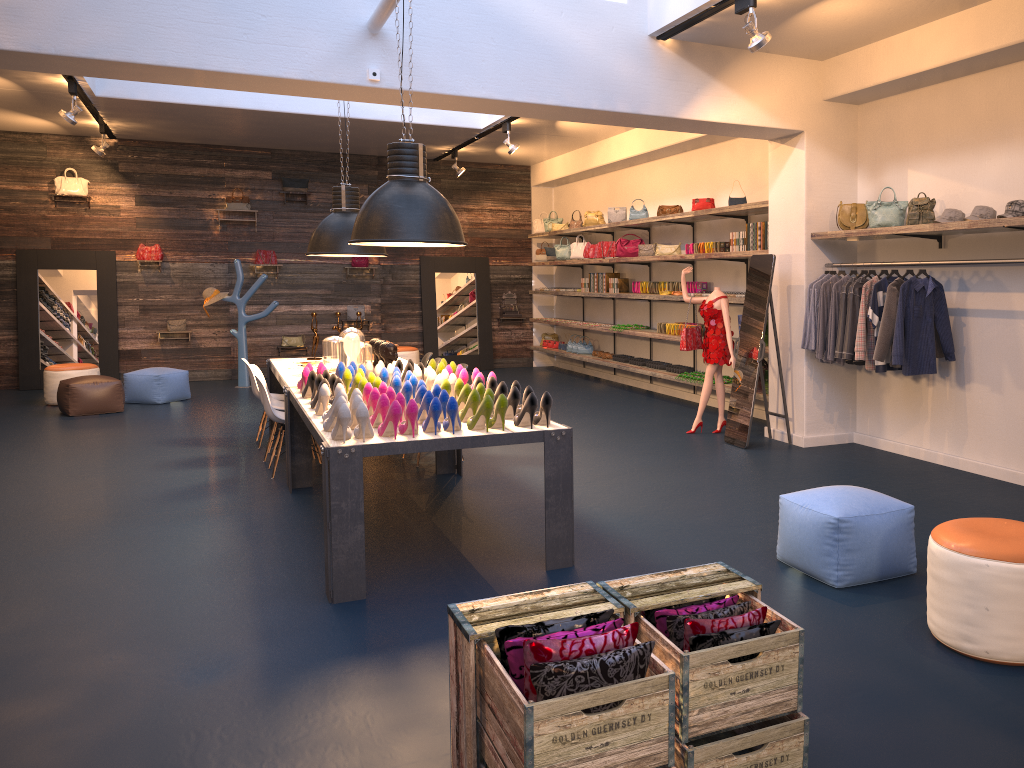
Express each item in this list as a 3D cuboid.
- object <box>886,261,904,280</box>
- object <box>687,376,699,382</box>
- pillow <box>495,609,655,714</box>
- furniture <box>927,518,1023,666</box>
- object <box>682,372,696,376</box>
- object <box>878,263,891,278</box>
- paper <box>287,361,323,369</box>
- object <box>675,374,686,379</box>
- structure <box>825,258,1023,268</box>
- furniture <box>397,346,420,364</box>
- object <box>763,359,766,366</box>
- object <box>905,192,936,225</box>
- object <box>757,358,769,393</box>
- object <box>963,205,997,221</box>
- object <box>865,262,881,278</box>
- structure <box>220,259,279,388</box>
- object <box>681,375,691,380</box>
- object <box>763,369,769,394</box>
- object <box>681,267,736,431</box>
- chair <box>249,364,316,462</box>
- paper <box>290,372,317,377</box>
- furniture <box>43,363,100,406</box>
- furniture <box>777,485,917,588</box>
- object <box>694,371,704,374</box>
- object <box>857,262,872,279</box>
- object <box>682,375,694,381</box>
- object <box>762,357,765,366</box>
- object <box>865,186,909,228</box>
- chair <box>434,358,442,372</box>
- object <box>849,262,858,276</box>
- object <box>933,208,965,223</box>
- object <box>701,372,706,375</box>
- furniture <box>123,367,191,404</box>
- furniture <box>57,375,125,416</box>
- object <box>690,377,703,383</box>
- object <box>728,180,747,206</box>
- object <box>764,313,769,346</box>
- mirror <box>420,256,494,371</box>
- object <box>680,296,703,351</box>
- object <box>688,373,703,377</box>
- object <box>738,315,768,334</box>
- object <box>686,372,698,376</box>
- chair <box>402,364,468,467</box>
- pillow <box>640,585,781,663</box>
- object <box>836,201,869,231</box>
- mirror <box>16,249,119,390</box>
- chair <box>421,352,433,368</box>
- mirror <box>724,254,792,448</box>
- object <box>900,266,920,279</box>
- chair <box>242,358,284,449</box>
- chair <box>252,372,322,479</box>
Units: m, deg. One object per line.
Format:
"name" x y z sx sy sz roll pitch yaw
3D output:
"object" 3.150 -0.900 7.150 0.460 0.219 0.009 -3 4 -25
"object" 2.120 -0.062 10.075 0.251 0.058 0.078 -3 6 -29
"pillow" 0.150 0.805 2.365 0.380 0.348 0.411 -2 6 -22
"furniture" 2.060 0.850 3.678 0.614 0.478 0.549 -2 6 -19
"object" 2.100 -0.116 10.300 0.250 0.063 0.079 -2 6 -20
"object" 3.112 -0.913 7.259 0.460 0.219 0.009 -3 4 -25
"paper" -1.837 -0.176 7.908 0.347 0.014 0.697 -1 7 -10
"object" 2.029 -0.091 10.317 0.251 0.058 0.078 -3 6 -29
"structure" 4.191 -0.618 4.081 0.041 0.038 8.217 -2 7 -19
"furniture" -1.740 -0.337 13.532 0.614 0.478 0.549 -2 6 -19
"object" 2.596 -0.109 9.174 0.395 0.337 0.207 -2 4 -17
"object" 3.301 -1.413 7.059 0.250 0.283 0.366 0 5 -3
"object" 2.625 -0.096 8.986 0.366 0.354 0.152 -2 4 -24
"object" 3.464 -1.261 6.431 0.231 0.125 0.192 2 6 14
"object" 3.058 -0.926 7.375 0.460 0.219 0.009 -3 4 -25
"structure" -3.770 -0.858 12.260 0.962 1.801 0.173 0 3 1
"object" 2.065 -0.081 10.237 0.251 0.058 0.078 -3 6 -29
"object" 2.704 -0.071 8.860 0.395 0.337 0.207 -2 4 -17
"object" 2.010 -0.338 8.636 0.375 1.659 0.686 -3 5 -44
"chair" -1.947 0.224 7.460 0.570 0.798 0.446 -1 4 -15
"paper" -1.528 -0.100 7.281 0.318 0.014 0.761 3 7 21
"furniture" -5.362 -0.002 10.593 0.614 0.478 0.549 -2 6 -19
"furniture" 1.769 0.767 4.610 0.692 0.421 0.608 -2 6 -23
"object" 2.257 -0.128 10.400 0.230 0.053 0.087 1 6 7
"object" 3.028 -0.937 7.462 0.460 0.219 0.009 -3 4 -25
"object" 2.080 -0.071 10.149 0.251 0.058 0.078 -3 6 -29
"object" 2.557 -0.154 9.334 0.389 0.389 0.173 -1 4 -11
"object" 3.203 -1.501 7.415 0.356 0.365 0.182 1 4 12
"chair" -0.912 0.172 7.934 0.580 0.798 0.437 -2 4 -24
"object" 2.986 -0.952 7.588 0.460 0.219 0.009 -3 4 -25
"object" 3.373 -1.293 6.698 0.231 0.125 0.192 2 6 14
"object" 2.319 -0.114 10.304 0.255 0.074 0.077 -5 7 -37
"furniture" -4.423 0.004 10.818 0.622 0.421 0.678 2 6 17
"furniture" -4.795 0.112 9.896 0.704 0.421 0.597 -4 7 -38
"object" 2.135 -0.051 9.988 0.251 0.058 0.078 -3 6 -29
"object" 2.400 -2.025 9.237 0.197 0.278 0.060 0 3 6
"object" 2.640 -0.567 8.863 0.366 0.354 0.152 -2 4 -24
"mirror" -0.921 -1.178 14.570 1.234 1.911 0.251 -2 4 -25
"object" 1.825 -0.618 8.803 0.083 0.551 0.347 3 5 44
"object" 2.156 -0.098 10.139 0.248 0.064 0.081 -2 6 -18
"object" 2.572 -0.626 9.211 0.389 0.389 0.173 -1 4 -11
"object" 2.156 -0.107 10.228 0.248 0.068 0.079 -2 6 -18
"chair" -0.644 0.241 7.361 0.585 0.798 0.433 -3 5 -29
"pillow" 0.577 0.806 2.669 0.329 0.318 0.432 -2 6 -21
"object" 3.047 -1.487 7.707 0.315 0.283 0.207 0 4 5
"mirror" -6.175 -0.906 12.102 1.234 1.911 0.251 -2 4 -25
"chair" -1.054 0.098 8.554 0.578 0.798 0.440 -2 4 -21
"mirror" 2.289 -0.321 8.078 0.557 1.759 0.474 -2 4 -22
"object" 3.198 -0.878 6.982 0.460 0.219 0.009 -3 4 -25
"chair" -2.194 0.154 8.043 0.580 0.798 0.437 -2 4 -24
"chair" -1.745 0.296 6.866 0.580 0.798 0.437 -2 4 -24
